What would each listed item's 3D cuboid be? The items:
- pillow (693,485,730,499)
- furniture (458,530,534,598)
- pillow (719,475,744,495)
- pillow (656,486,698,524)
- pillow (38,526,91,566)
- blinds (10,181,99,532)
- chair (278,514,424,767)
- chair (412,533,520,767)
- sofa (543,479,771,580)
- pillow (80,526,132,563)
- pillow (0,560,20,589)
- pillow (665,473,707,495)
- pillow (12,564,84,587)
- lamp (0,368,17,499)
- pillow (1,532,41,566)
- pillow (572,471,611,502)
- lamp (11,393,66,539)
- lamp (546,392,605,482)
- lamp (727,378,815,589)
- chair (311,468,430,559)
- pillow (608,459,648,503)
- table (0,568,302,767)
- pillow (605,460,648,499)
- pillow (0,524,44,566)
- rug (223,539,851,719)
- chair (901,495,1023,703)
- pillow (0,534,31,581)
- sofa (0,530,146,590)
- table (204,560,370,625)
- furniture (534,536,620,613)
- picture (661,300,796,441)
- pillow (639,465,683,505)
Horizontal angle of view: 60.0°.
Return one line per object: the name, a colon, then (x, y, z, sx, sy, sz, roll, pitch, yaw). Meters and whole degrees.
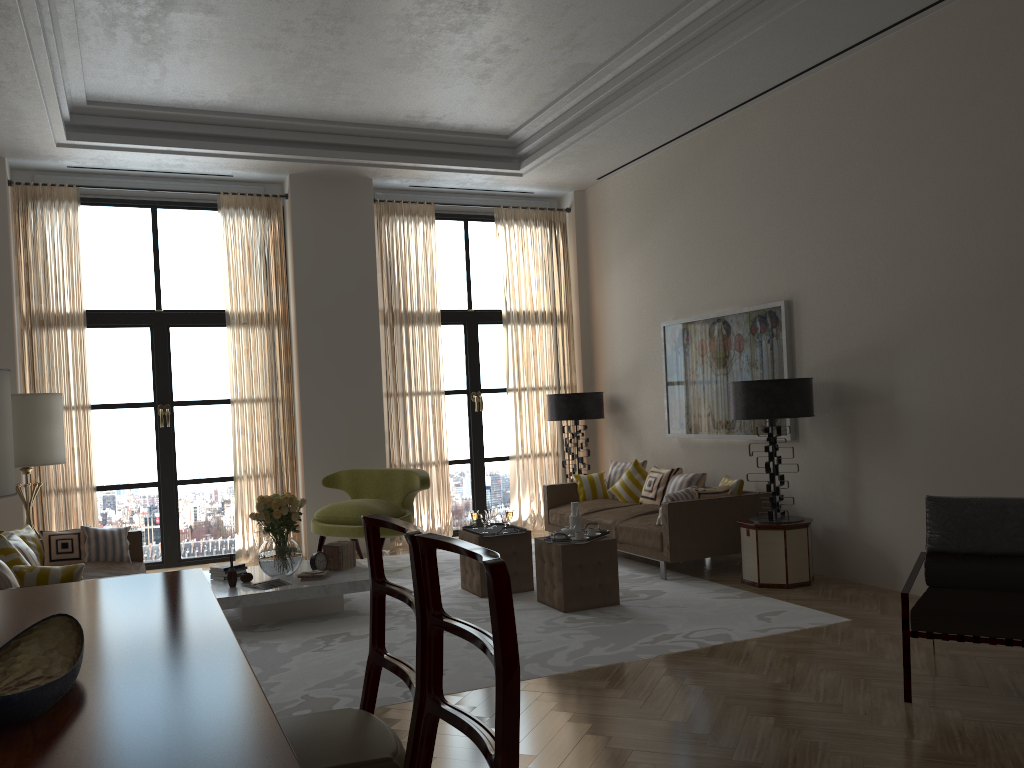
pillow: (2.109, 1.310, 9.600, 0.464, 0.412, 0.304, -2, 0, -25)
furniture: (-0.168, 1.811, 9.112, 0.613, 0.616, 0.614, -3, -1, -23)
pillow: (2.378, 1.270, 9.814, 0.296, 0.476, 0.515, -3, -1, -2)
pillow: (1.759, 1.321, 9.488, 0.497, 0.428, 0.327, -2, -1, -35)
pillow: (-4.269, 1.590, 8.477, 0.464, 0.412, 0.304, -2, 0, -25)
blinds: (-5.526, 0.032, 10.772, 0.780, 4.887, 0.419, -3, 0, -21)
chair: (-0.712, 1.252, 3.001, 0.877, 1.506, 0.656, -3, 0, -23)
chair: (-0.444, 1.225, 2.412, 0.877, 1.506, 0.656, -3, 0, -23)
sofa: (1.619, 1.669, 10.699, 1.351, 0.819, 2.981, -2, -1, -23)
pillow: (-3.920, 1.573, 8.589, 0.497, 0.428, 0.327, -2, -1, -35)
pillow: (-3.666, 1.424, 6.229, 0.355, 0.576, 0.624, -3, -1, -45)
pillow: (2.042, 1.340, 10.615, 0.371, 0.566, 0.660, -3, -1, -28)
pillow: (-3.240, 1.466, 6.249, 0.482, 0.433, 0.318, -3, 0, -14)
lamp: (-3.335, 1.050, 5.219, 0.768, 2.255, 0.767, -3, 0, 33)
pillow: (-3.999, 1.484, 7.136, 0.403, 0.547, 0.617, -3, -1, -20)
pillow: (1.078, 1.390, 11.828, 0.482, 0.433, 0.318, -3, 0, -14)
lamp: (-5.187, 1.240, 9.498, 0.768, 2.255, 0.767, -3, 0, 30)
lamp: (0.952, 1.141, 12.761, 0.829, 2.018, 0.830, -3, 0, -19)
lamp: (2.627, 0.968, 8.876, 0.829, 2.018, 0.830, -3, 0, -23)
chair: (-1.814, 1.665, 10.774, 1.791, 1.213, 1.029, -3, -1, 34)
pillow: (1.583, 1.279, 11.452, 0.767, 0.617, 0.355, -3, 0, 20)
table: (-1.891, 1.559, 3.170, 1.799, 1.027, 3.803, -2, -1, -23)
pillow: (1.498, 1.309, 11.847, 0.355, 0.576, 0.624, -3, -1, -45)
pillow: (-4.541, 1.566, 8.263, 0.296, 0.476, 0.515, -3, -1, -2)
rug: (-0.881, 2.112, 8.784, 5.515, 0.065, 5.735, -2, -1, -23)
chair: (2.992, 1.316, 5.562, 0.877, 1.135, 1.134, -3, -1, 32)
pillow: (-3.752, 1.421, 6.624, 0.767, 0.617, 0.355, -3, 0, 20)
sofa: (-3.749, 1.848, 7.381, 1.351, 0.819, 2.981, -2, -1, -23)
table: (-2.205, 2.036, 8.656, 1.583, 0.343, 1.501, -2, -1, -23)
furniture: (0.604, 1.755, 8.324, 0.613, 0.616, 0.614, -3, -1, -23)
picture: (2.458, -0.096, 10.375, 0.080, 1.480, 2.268, -3, -1, -25)
pillow: (1.833, 1.294, 10.940, 0.403, 0.547, 0.617, -3, -1, -20)
